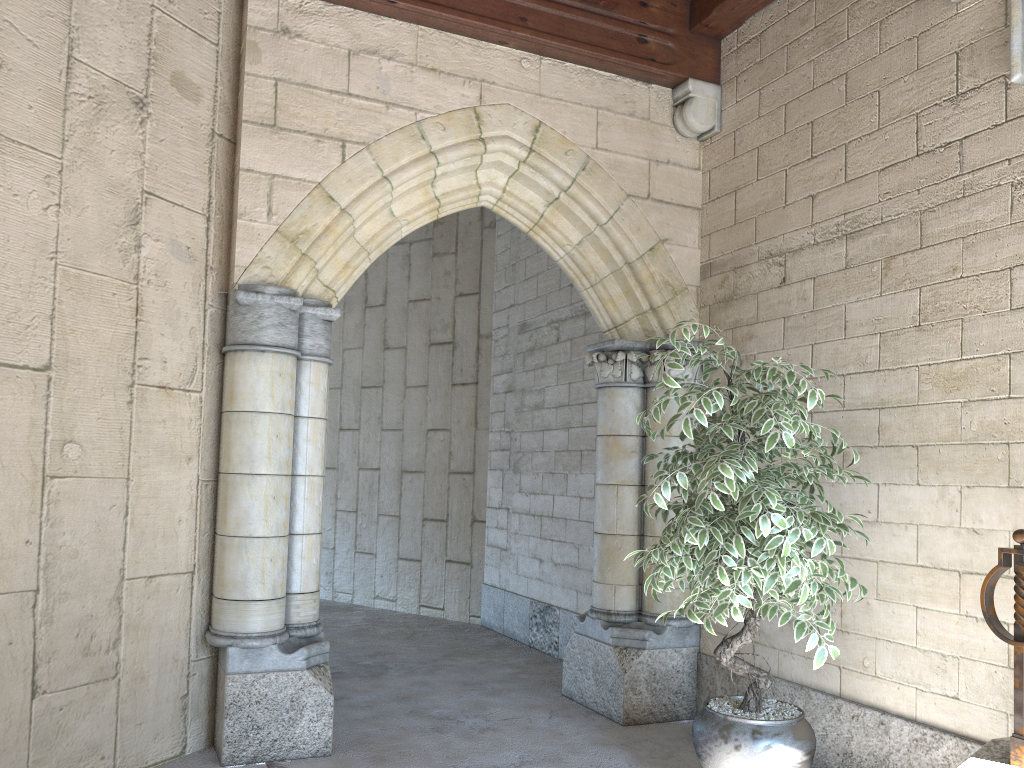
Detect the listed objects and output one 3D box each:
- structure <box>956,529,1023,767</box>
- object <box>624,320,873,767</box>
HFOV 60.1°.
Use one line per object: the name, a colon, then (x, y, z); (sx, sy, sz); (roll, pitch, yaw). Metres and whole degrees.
structure: (1.674, 0.752, 2.387); (0.889, 1.258, 0.477); (4, -4, -24)
object: (0.767, 0.603, 2.958); (0.787, 1.613, 0.753); (1, -4, 7)
